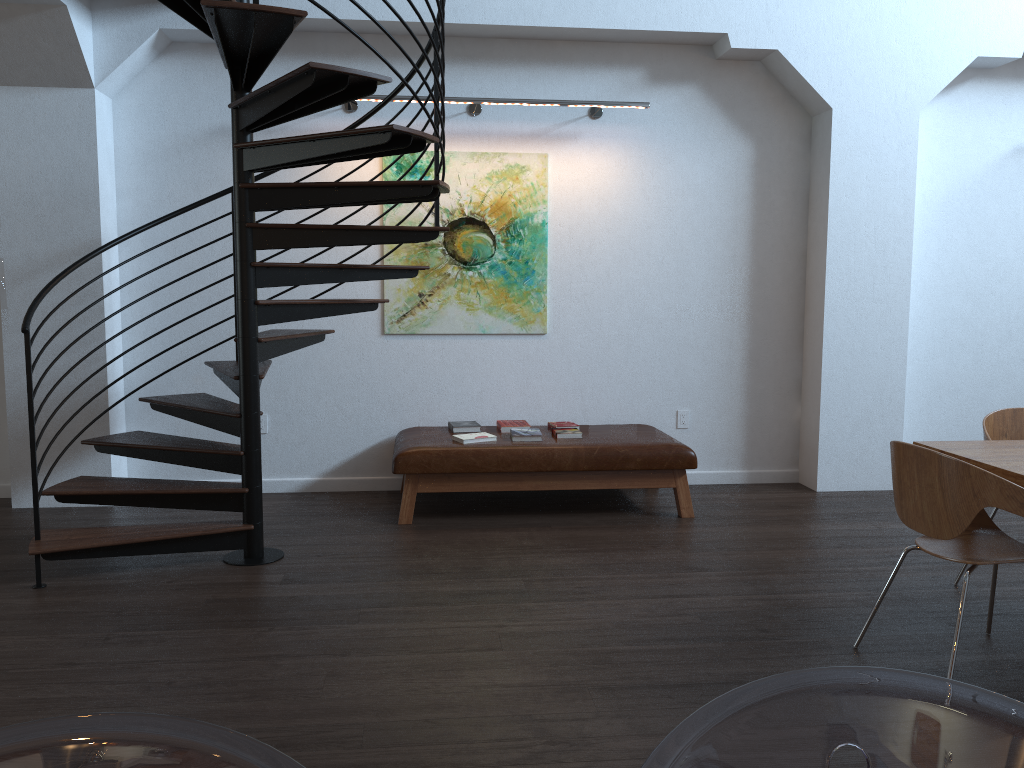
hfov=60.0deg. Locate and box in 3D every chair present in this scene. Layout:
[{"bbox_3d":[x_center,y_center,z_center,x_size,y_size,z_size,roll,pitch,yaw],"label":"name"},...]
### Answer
[{"bbox_3d":[0.318,0.787,0.626,0.530,1.014,0.481,0,6,-4],"label":"chair"},{"bbox_3d":[2.353,0.550,3.815,0.629,0.830,0.617,0,6,-6],"label":"chair"},{"bbox_3d":[1.661,0.618,3.161,0.618,0.833,0.629,-1,6,-11],"label":"chair"},{"bbox_3d":[-0.308,0.794,0.532,0.530,1.014,0.481,-1,6,-8],"label":"chair"}]

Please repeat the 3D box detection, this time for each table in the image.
[{"bbox_3d":[3.575,0.646,3.370,3.803,0.750,1.012,0,6,-6],"label":"table"}]

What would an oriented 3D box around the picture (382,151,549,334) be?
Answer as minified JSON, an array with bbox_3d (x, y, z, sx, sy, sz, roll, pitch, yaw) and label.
[{"bbox_3d":[-0.304,-0.934,5.906,1.095,1.200,0.010,0,6,-6],"label":"picture"}]

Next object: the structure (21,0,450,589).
[{"bbox_3d":[-1.303,-1.283,4.280,1.998,4.352,1.998,6,8,44],"label":"structure"}]

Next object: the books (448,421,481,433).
[{"bbox_3d":[-0.310,0.278,5.778,0.183,0.044,0.254,-1,6,-11],"label":"books"}]

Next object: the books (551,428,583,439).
[{"bbox_3d":[0.343,0.307,5.549,0.161,0.032,0.224,0,6,-6],"label":"books"}]

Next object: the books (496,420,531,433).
[{"bbox_3d":[0.010,0.276,5.793,0.197,0.043,0.283,0,6,-7],"label":"books"}]

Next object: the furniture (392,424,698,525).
[{"bbox_3d":[0.163,0.538,5.648,1.819,0.453,0.907,0,6,-6],"label":"furniture"}]

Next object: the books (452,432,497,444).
[{"bbox_3d":[-0.227,0.327,5.381,0.223,0.031,0.161,-3,7,-28],"label":"books"}]

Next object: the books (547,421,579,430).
[{"bbox_3d":[0.339,0.278,5.831,0.161,0.036,0.224,-1,6,-12],"label":"books"}]

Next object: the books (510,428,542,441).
[{"bbox_3d":[0.086,0.313,5.464,0.185,0.040,0.247,0,6,-3],"label":"books"}]
